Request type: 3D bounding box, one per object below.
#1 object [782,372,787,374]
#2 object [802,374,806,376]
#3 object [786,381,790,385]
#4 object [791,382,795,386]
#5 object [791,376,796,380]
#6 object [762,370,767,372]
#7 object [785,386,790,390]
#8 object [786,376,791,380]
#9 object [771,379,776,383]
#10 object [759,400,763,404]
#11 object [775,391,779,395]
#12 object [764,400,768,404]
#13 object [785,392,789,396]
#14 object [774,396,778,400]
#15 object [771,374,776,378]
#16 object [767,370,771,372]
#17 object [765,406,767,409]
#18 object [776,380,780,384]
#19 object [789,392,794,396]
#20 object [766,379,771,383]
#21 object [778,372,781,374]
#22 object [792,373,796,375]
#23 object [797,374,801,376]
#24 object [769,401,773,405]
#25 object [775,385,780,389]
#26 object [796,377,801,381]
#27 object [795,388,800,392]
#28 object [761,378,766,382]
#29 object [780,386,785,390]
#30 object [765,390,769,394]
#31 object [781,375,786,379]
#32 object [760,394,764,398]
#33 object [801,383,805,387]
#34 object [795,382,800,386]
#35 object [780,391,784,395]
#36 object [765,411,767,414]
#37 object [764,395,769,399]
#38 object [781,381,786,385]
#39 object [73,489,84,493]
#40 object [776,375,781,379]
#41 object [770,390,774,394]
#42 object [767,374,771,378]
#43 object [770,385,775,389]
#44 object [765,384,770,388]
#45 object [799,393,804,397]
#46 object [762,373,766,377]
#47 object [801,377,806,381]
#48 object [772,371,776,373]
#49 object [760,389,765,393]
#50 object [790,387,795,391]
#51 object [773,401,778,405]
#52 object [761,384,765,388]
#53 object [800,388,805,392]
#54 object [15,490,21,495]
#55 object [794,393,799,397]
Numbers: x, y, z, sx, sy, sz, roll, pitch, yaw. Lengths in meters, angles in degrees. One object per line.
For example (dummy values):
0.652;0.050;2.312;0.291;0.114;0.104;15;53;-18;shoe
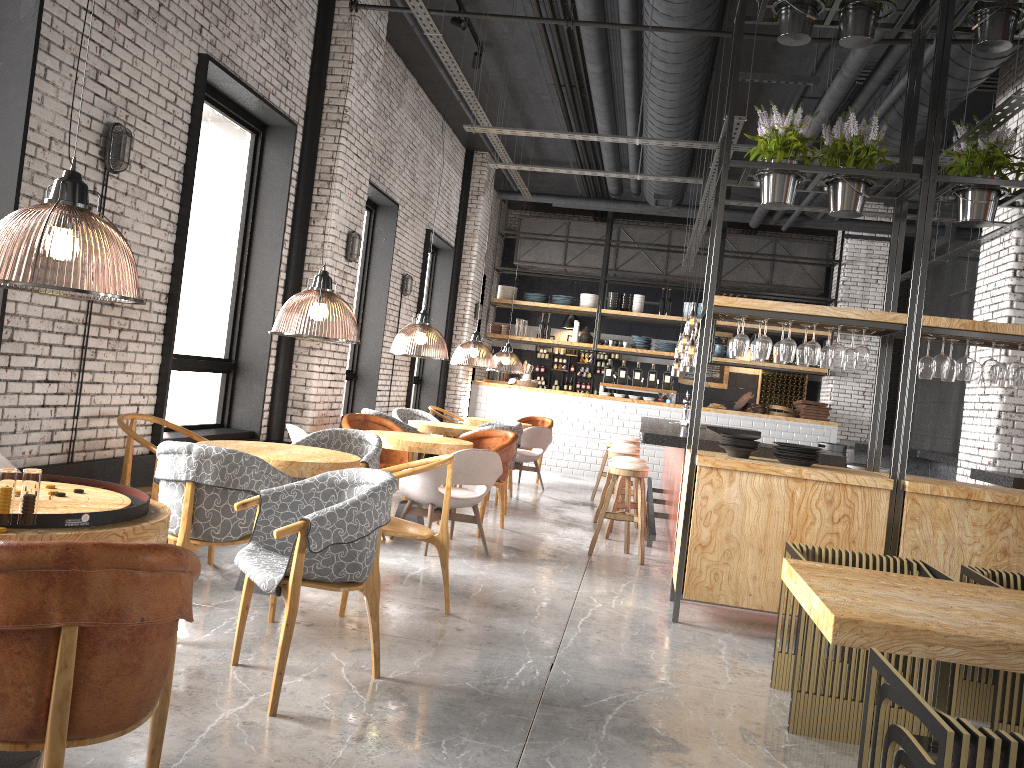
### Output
5.347;-0.238;17.397;0.079;0.079;0.283;6;0;9;object
5.720;-0.195;17.350;0.079;0.079;0.283;6;0;9;object
5.419;-0.018;17.398;0.079;0.079;0.283;6;0;9;object
5.509;-0.008;17.365;0.079;0.079;0.283;6;0;9;object
5.524;-0.112;17.386;0.079;0.079;0.283;6;0;9;object
4.979;-0.280;17.473;0.079;0.079;0.283;6;0;9;object
5.409;0.087;17.411;0.079;0.079;0.283;6;0;9;object
5.433;-0.122;17.416;0.079;0.079;0.283;6;0;9;object
5.138;-0.050;17.422;0.079;0.079;0.283;6;0;9;object
4.906;0.346;17.452;0.079;0.079;0.280;6;0;9;object
5.210;0.170;17.423;0.079;0.079;0.283;6;0;9;object
4.996;0.357;17.423;0.079;0.079;0.280;6;0;9;object
5.398;0.191;17.414;0.079;0.079;0.283;6;0;9;object
5.200;0.274;17.439;0.079;0.079;0.280;6;0;9;object
5.153;-0.155;17.443;0.079;0.079;0.283;6;0;9;object
5.069;-0.270;17.440;0.079;0.079;0.283;6;0;9;object
4.991;0.462;17.464;0.079;0.079;0.280;6;0;9;object
5.234;-0.039;17.426;0.079;0.079;0.283;6;0;9;object
5.488;0.202;17.380;0.079;0.079;0.283;6;0;9;object
5.048;-0.061;17.455;0.079;0.079;0.283;6;0;9;object
5.258;-0.248;17.430;0.079;0.079;0.283;6;0;9;object
5.539;-0.216;17.407;0.079;0.079;0.283;6;0;9;object
5.631;-0.205;17.388;0.079;0.079;0.283;6;0;9;object
5.095;0.368;17.448;0.079;0.079;0.280;6;0;9;object
5.218;0.065;17.402;0.079;0.079;0.283;6;0;9;object
5.619;-0.101;17.387;0.079;0.079;0.283;6;0;9;object
5.595;0.108;17.383;0.079;0.079;0.283;6;0;9;object
4.958;-0.071;17.485;0.079;0.079;0.283;6;0;9;object
5.311;0.075;17.391;0.079;0.079;0.283;6;0;9;object
5.024;0.148;17.451;0.079;0.079;0.283;6;0;9;object
5.341;-0.133;17.429;0.079;0.079;0.283;6;0;9;object
4.921;0.242;17.478;0.079;0.079;0.280;6;0;9;object
5.700;0.014;17.375;0.079;0.079;0.283;6;0;9;object
5.605;0.003;17.369;0.079;0.079;0.283;6;0;9;object
5.302;0.180;17.408;0.079;0.079;0.283;6;0;9;object
4.976;0.566;17.442;0.079;0.079;0.280;6;0;9;object
5.009;0.252;17.429;0.079;0.079;0.280;6;0;9;object
5.323;-0.029;17.389;0.079;0.079;0.283;6;0;9;object
-1.433;0.354;2.931;0.032;0.010;0.032;7;0;-31;object
5.248;-0.144;17.448;0.079;0.079;0.283;6;0;9;object
5.115;0.159;17.428;0.079;0.079;0.283;6;0;9;object
5.057;-0.166;17.434;0.079;0.079;0.283;6;0;9;object
5.131;0.055;17.454;0.079;0.079;0.283;6;0;9;object
5.039;0.044;17.473;0.079;0.079;0.283;6;0;9;object
5.670;0.223;17.332;0.079;0.079;0.283;6;0;9;object
4.966;-0.176;17.462;0.079;0.079;0.283;6;0;9;object
5.709;-0.090;17.357;0.079;0.079;0.283;6;0;9;object
5.167;-0.259;17.460;0.079;0.079;0.283;6;0;9;object
4.928;0.137;17.442;0.079;0.079;0.283;6;0;9;object
5.496;0.097;17.359;0.079;0.079;0.283;6;0;9;object
5.182;0.378;17.395;0.079;0.079;0.280;6;0;9;object
4.943;0.033;17.467;0.079;0.079;0.283;6;0;9;object
5.685;0.118;17.353;0.079;0.079;0.283;6;0;9;object
-1.549;0.341;2.789;0.032;0.010;0.032;7;0;-31;object
5.583;0.212;17.381;0.079;0.079;0.283;6;0;9;object
